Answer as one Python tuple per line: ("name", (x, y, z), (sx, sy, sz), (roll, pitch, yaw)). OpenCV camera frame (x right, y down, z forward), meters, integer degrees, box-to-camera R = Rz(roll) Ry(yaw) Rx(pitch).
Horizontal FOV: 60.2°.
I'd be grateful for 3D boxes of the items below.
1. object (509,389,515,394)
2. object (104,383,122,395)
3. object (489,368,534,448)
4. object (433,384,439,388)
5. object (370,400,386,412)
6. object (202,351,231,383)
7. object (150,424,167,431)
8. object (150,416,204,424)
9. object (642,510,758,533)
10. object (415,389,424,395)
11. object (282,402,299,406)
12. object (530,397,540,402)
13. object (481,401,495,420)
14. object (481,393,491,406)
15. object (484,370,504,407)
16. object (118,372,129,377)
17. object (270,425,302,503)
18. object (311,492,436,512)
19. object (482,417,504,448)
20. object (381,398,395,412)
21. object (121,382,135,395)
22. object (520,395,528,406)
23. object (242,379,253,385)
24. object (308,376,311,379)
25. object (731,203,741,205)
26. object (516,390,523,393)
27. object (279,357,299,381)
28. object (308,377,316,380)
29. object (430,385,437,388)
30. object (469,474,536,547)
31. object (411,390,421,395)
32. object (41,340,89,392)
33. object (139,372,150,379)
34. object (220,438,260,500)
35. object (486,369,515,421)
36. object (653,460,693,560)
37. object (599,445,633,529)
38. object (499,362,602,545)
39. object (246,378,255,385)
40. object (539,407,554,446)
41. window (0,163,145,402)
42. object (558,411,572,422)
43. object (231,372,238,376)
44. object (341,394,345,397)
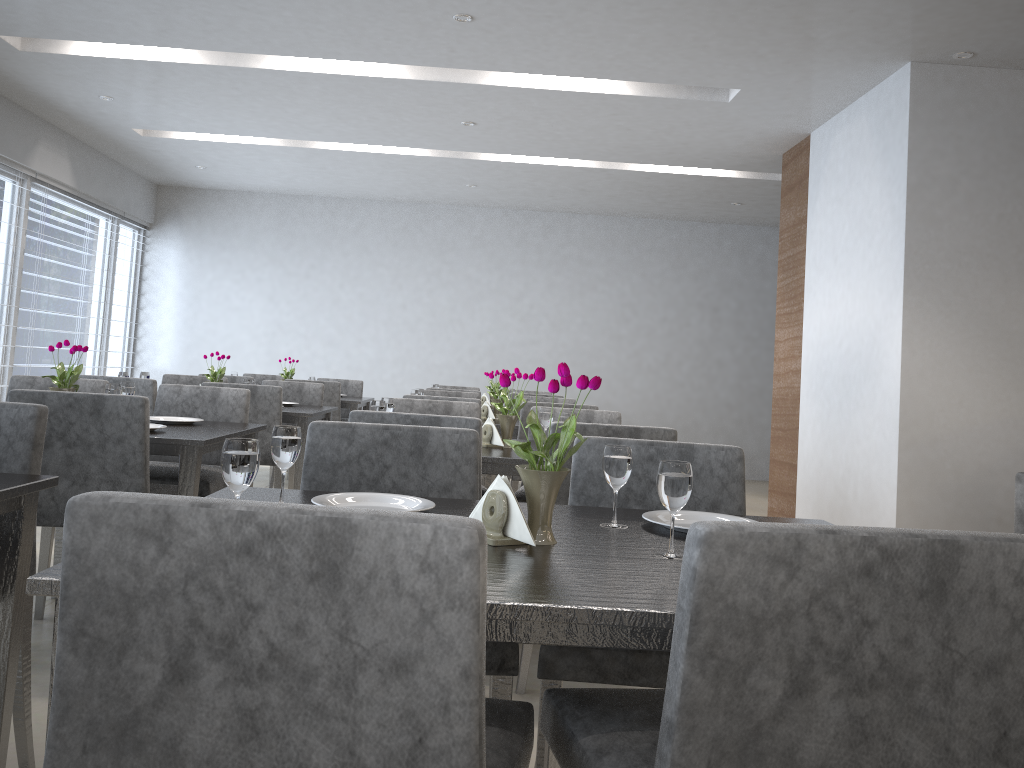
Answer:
("object", (-0.004, 0.107, 6.707), (0.053, 0.140, 0.053), (7, -5, -44))
("object", (-1.332, 0.069, 2.942), (0.053, 0.140, 0.053), (1, -4, 40))
("object", (-0.008, 0.080, 3.051), (0.154, 0.278, 0.103), (4, -3, -4))
("object", (-0.580, 0.071, 6.689), (0.053, 0.140, 0.053), (7, -5, -44))
("object", (-0.443, 0.124, 2.902), (0.053, 0.140, 0.053), (1, -4, 40))
("object", (-1.584, -0.037, 4.708), (0.154, 0.278, 0.103), (4, -3, -4))
("object", (-1.221, 0.139, 2.831), (0.217, 0.015, 0.216), (4, 1, -2))
("object", (-1.235, 0.133, 3.215), (0.217, 0.015, 0.216), (4, 1, -2))
("object", (0.340, 0.250, 1.575), (0.217, 0.015, 0.216), (4, 1, -2))
("object", (-0.515, 0.096, 4.891), (0.053, 0.140, 0.053), (7, -5, -44))
("object", (-1.296, 0.110, 4.920), (0.216, 0.015, 0.217), (3, 1, -24))
("object", (0.117, 0.138, 4.672), (0.053, 0.140, 0.053), (7, -5, -44))
("object", (-0.139, 0.141, 4.744), (0.070, 0.100, 0.203), (5, -1, -32))
("object", (-0.203, 0.116, 6.519), (0.070, 0.100, 0.203), (5, -1, -32))
("object", (-0.133, 0.032, 6.532), (0.154, 0.278, 0.103), (4, -3, -4))
("object", (-2.015, 0.007, 4.575), (0.053, 0.140, 0.053), (7, -5, -44))
("object", (-0.394, 0.143, 1.528), (0.053, 0.140, 0.053), (7, -5, -44))
("object", (-0.243, 0.214, 1.557), (0.217, 0.015, 0.216), (4, 1, -2))
("object", (-0.077, 0.165, 3.038), (0.070, 0.100, 0.203), (5, -1, -32))
("object", (-0.454, 0.120, 3.193), (0.053, 0.140, 0.053), (7, -5, -44))
("object", (-1.388, 0.062, 3.180), (0.053, 0.140, 0.053), (1, -4, 40))
("object", (0.061, 0.132, 4.910), (0.053, 0.140, 0.053), (7, -5, -44))
("object", (-1.393, 0.045, 4.647), (0.053, 0.140, 0.053), (7, -5, -44))
("object", (-1.513, 0.014, 6.659), (0.053, 0.140, 0.053), (7, -5, -44))
("object", (1.973, -1.585, 7.787), (0.089, 0.007, 0.088), (4, 1, 43))
("object", (0.053, 0.113, 6.469), (0.053, 0.140, 0.053), (7, -5, -44))
("object", (-1.648, -0.061, 6.483), (0.154, 0.278, 0.103), (4, -3, -4))
("object", (-1.457, 0.020, 6.421), (0.053, 0.140, 0.053), (7, -5, -44))
("object", (-0.569, 0.075, 6.398), (0.053, 0.140, 0.053), (7, -5, -44))
("object", (-0.016, 0.188, 1.350), (0.070, 0.100, 0.203), (5, -1, -32))
("object", (-0.504, 0.100, 4.600), (0.053, 0.140, 0.053), (7, -5, -44))
("object", (-1.522, -0.013, 3.002), (0.154, 0.278, 0.103), (4, -3, -4))
("object", (-2.025, 0.003, 4.866), (0.053, 0.140, 0.053), (7, -5, -44))
("object", (-0.383, 0.147, 1.237), (0.053, 0.140, 0.053), (7, -5, -44))
("object", (-0.069, 0.057, 4.756), (0.154, 0.278, 0.103), (4, -3, -4))
("object", (0.239, 0.185, 1.308), (0.053, 0.140, 0.053), (7, -5, -44))
("object", (0.182, 0.179, 1.546), (0.053, 0.140, 0.053), (7, -5, -44))
("object", (0.053, 0.104, 1.362), (0.154, 0.278, 0.103), (4, -3, -4))
("object", (-1.449, 0.039, 4.885), (0.053, 0.140, 0.053), (7, -5, -44))
("object", (0.122, 0.155, 3.212), (0.053, 0.140, 0.053), (7, -5, -44))
("window", (-3.633, -0.501, 6.679), (0.158, 2.080, 3.650), (4, 0, -2))
("object", (0.179, 0.162, 2.974), (0.053, 0.140, 0.053), (7, -5, -44))
("object", (-2.089, -0.022, 6.640), (0.053, 0.140, 0.053), (7, -5, -44))
("object", (-1.360, 0.085, 6.696), (0.216, 0.015, 0.217), (3, 1, -39))
